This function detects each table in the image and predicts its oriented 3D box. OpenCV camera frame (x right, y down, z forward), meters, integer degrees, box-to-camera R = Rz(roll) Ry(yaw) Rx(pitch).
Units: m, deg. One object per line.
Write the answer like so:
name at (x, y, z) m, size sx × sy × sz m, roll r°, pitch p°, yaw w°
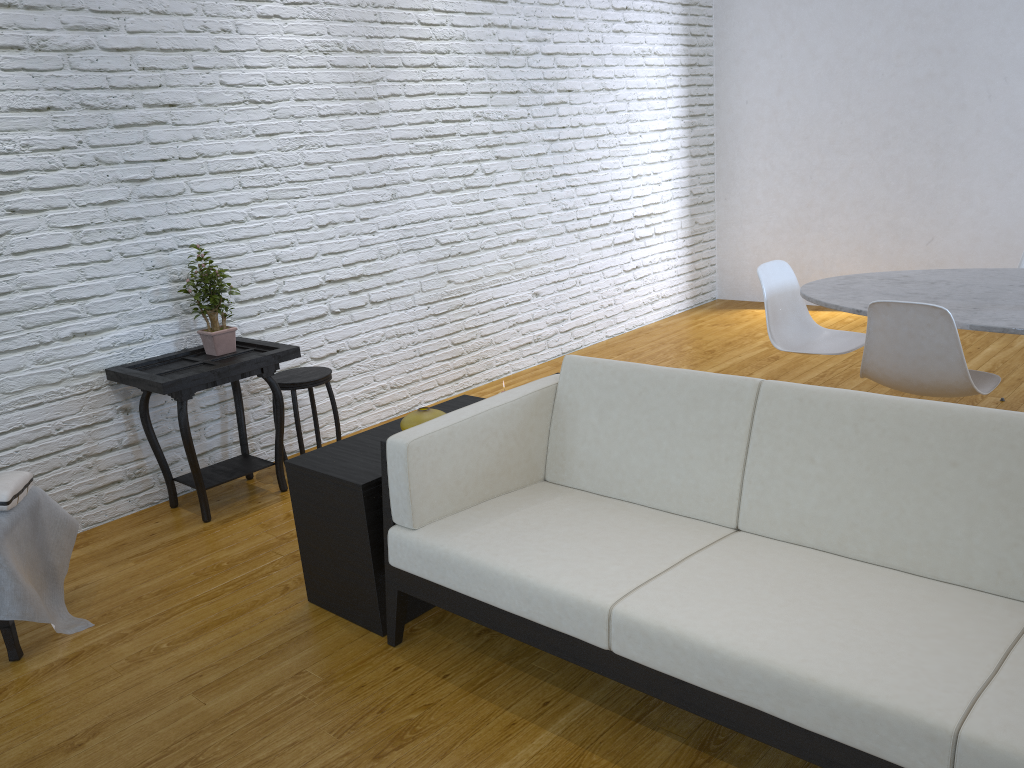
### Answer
table at (-1.142, 0.177, 3.435) m, size 0.439 × 0.583 × 0.560 m, roll 10°, pitch 22°, yaw 41°
table at (1.919, 0.009, 3.023) m, size 1.905 × 0.628 × 1.064 m, roll 9°, pitch 21°, yaw 41°

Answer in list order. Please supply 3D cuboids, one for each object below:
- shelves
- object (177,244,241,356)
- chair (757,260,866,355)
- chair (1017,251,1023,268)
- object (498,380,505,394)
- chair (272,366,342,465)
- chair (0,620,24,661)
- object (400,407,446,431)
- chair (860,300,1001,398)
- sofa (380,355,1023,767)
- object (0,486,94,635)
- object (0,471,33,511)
shelves at (-0.259, 0.365, 2.733) m, size 0.348 × 0.455 × 0.725 m, roll 10°, pitch 22°, yaw 41°
object at (-1.171, -0.332, 3.440) m, size 0.236 × 0.440 × 0.174 m, roll -12°, pitch 18°, yaw -21°
chair at (1.220, -0.309, 3.575) m, size 0.418 × 0.355 × 0.403 m, roll 11°, pitch 23°, yaw 43°
chair at (2.140, -0.377, 3.539) m, size 0.404 × 0.355 × 0.416 m, roll 9°, pitch 21°, yaw 40°
object at (-0.022, 0.037, 2.790) m, size 0.071 × 0.105 × 0.071 m, roll -11°, pitch 18°, yaw -19°
chair at (-0.864, 0.156, 3.743) m, size 0.262 × 0.411 × 0.260 m, roll 3°, pitch 18°, yaw 24°
chair at (-1.582, 0.426, 2.517) m, size 0.341 × 0.670 × 0.344 m, roll -6°, pitch 17°, yaw -5°
object at (-0.255, 0.115, 2.609) m, size 0.146 × 0.091 × 0.145 m, roll -6°, pitch 16°, yaw -5°
chair at (1.371, -0.136, 2.915) m, size 0.417 × 0.355 × 0.404 m, roll -20°, pitch 22°, yaw -41°
sofa at (0.228, 0.600, 1.370) m, size 5.322 × 0.685 × 9.666 m, roll 10°, pitch 21°, yaw 42°
object at (-1.583, 0.414, 2.523) m, size 0.635 × 0.693 × 0.640 m, roll -7°, pitch 17°, yaw -8°
object at (-1.520, 0.314, 2.538) m, size 0.224 × 0.086 × 0.230 m, roll -8°, pitch 16°, yaw -10°
